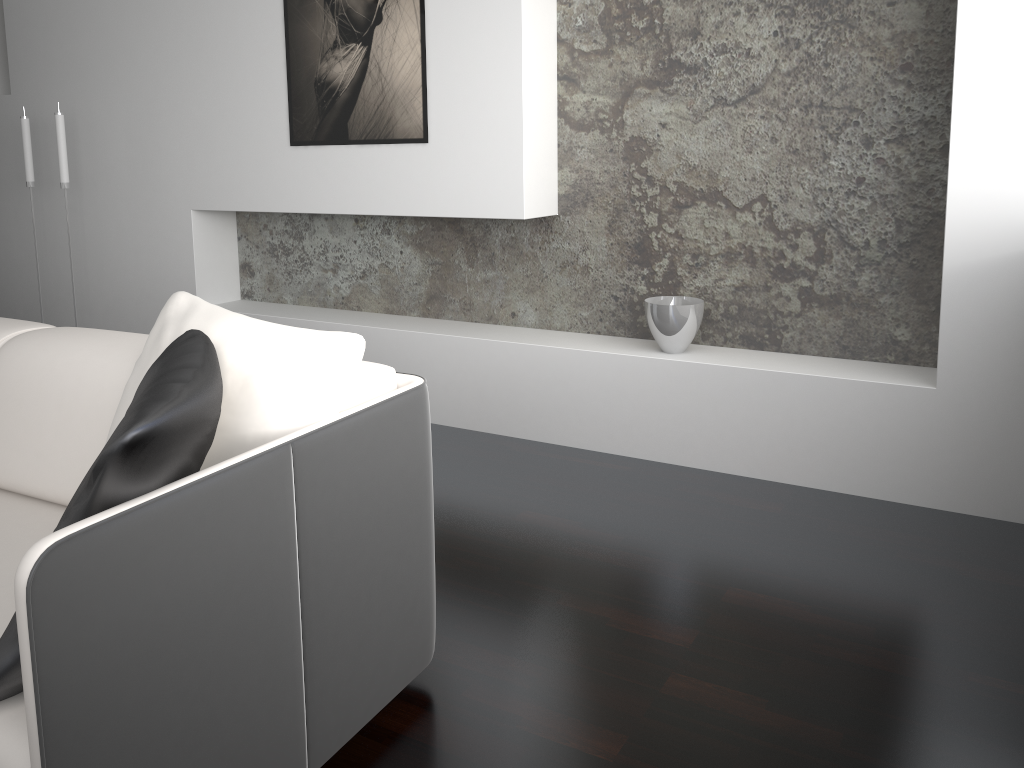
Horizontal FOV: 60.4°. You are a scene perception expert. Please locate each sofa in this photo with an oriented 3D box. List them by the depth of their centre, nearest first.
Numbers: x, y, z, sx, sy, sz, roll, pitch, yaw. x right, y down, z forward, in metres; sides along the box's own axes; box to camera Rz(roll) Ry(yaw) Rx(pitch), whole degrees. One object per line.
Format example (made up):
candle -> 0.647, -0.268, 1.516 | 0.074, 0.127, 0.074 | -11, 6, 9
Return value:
sofa -> -1.343, 0.250, 1.980 | 2.248, 0.648, 0.935 | 7, 14, 27

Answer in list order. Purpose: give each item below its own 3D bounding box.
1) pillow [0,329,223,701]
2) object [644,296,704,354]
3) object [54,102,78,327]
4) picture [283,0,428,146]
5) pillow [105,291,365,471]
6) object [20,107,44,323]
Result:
pillow -> -0.630, 0.174, 1.413 | 0.334, 0.428, 0.563 | -3, 12, -14
object -> 0.598, -0.214, 3.252 | 0.216, 0.187, 0.219 | 5, 13, 24
object -> -2.160, -0.668, 4.305 | 0.181, 1.370, 0.182 | 4, 9, 30
picture -> -0.666, -1.500, 3.653 | 0.749, 0.986, 0.004 | 5, 10, 30
pillow -> -0.584, 0.107, 1.682 | 0.591, 0.498, 0.303 | 7, 13, 33
object -> -2.497, -0.745, 4.614 | 0.181, 1.370, 0.182 | 4, 9, 30
